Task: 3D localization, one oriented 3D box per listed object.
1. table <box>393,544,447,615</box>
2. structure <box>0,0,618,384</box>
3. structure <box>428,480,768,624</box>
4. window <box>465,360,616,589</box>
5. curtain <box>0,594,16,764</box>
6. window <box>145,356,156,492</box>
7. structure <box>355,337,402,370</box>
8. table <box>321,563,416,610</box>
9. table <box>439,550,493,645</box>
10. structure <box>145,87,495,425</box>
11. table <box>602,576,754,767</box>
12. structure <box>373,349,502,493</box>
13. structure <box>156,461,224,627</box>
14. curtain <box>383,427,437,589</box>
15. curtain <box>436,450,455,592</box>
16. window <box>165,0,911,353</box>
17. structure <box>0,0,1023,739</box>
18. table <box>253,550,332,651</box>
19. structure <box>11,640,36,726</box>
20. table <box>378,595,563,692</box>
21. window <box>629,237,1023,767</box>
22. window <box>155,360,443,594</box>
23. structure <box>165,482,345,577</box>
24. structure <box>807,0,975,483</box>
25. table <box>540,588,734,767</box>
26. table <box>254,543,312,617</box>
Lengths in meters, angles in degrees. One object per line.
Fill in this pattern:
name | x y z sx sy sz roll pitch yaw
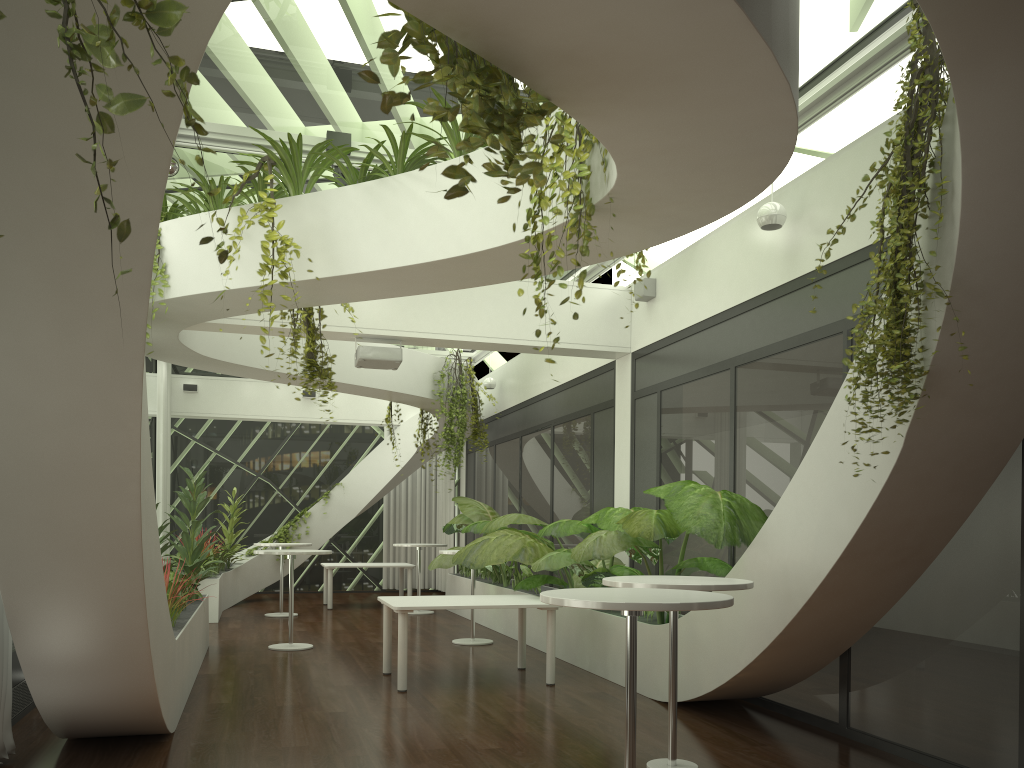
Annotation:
table | -1.460 3.089 13.886 0.856 1.094 0.862 -1 -4 19
structure | -0.354 -0.853 2.871 1.231 1.850 3.231 -2 -7 39
structure | -0.013 2.069 9.973 1.784 1.705 8.984 2 -9 -16
window | 0.152 1.906 13.121 0.050 3.223 7.249 1 -7 -16
curtain | -2.823 0.037 4.634 0.209 4.171 1.088 1 0 -16
window | -4.523 0.480 8.833 0.084 4.610 16.911 1 -8 -16
structure | -1.339 -0.306 8.751 0.463 0.275 0.391 3 -6 -16
table | -2.472 3.440 14.955 1.502 0.716 1.077 3 -7 -16
table | -0.448 2.542 10.450 0.856 1.094 0.862 -1 -4 19
structure | -1.802 -0.500 6.668 4.640 2.309 1.452 -5 -5 37
table | 0.949 1.682 5.069 0.858 1.094 0.860 3 -4 -31
structure | -1.102 0.534 12.557 1.438 2.068 1.643 -2 -4 38
structure | -3.029 1.383 7.781 0.855 1.590 3.357 1 -7 -17
curtain | -2.033 2.172 18.006 1.231 4.082 0.160 1 0 -17
curtain | -1.304 2.078 17.385 0.160 4.082 1.000 1 0 -18
window | -1.785 -1.654 9.637 5.695 0.055 16.878 3 -10 -16
structure | -0.572 0.564 5.137 5.921 4.196 24.608 2 -9 -10
table | -2.469 2.424 9.855 0.856 1.094 0.862 -1 -4 19
structure | -4.589 2.649 9.549 0.259 0.501 15.278 1 -9 -16
table | -0.410 2.325 7.958 1.502 0.716 1.077 3 -7 -16
window | 2.278 0.756 5.905 0.050 3.223 7.159 1 -7 -16
window | -4.136 1.916 17.629 5.745 4.636 0.038 2 0 -16
structure | -4.651 2.337 14.368 2.033 1.661 4.819 -1 -8 15
structure | 1.857 -0.607 4.021 0.615 2.112 1.069 1 -2 -4
table | 0.549 1.493 3.932 0.858 1.094 0.860 3 -4 -31
table | -3.481 2.972 13.290 0.856 1.094 0.862 -1 -4 19
